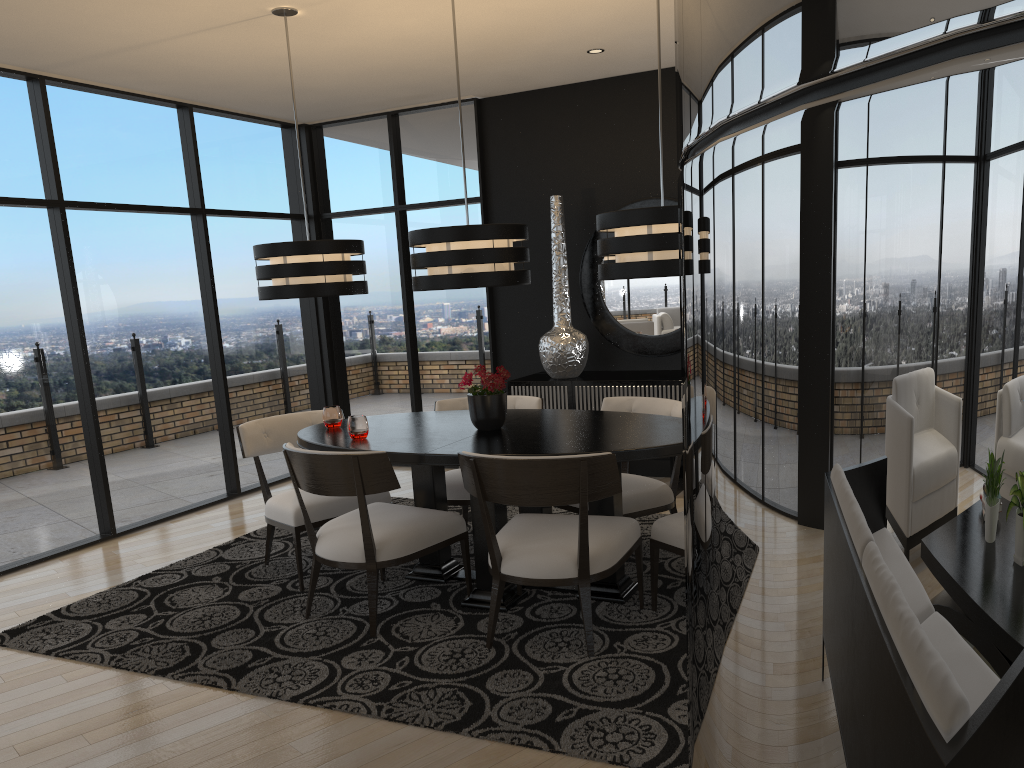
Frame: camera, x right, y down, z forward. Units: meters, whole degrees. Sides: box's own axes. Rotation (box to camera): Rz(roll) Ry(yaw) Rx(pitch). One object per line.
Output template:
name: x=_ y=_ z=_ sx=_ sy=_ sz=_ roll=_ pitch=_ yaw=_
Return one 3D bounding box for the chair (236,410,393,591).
chair: x=-1.033 y=0.580 z=4.652 sx=0.636 sy=0.820 sz=0.612 roll=-12 pitch=13 yaw=-42

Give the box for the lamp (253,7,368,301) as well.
lamp: x=-1.026 y=-1.094 z=4.273 sx=0.535 sy=1.352 sz=0.527 roll=2 pitch=12 yaw=25

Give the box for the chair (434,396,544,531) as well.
chair: x=-0.147 y=0.503 z=4.848 sx=0.643 sy=0.820 sz=0.605 roll=-1 pitch=10 yaw=12

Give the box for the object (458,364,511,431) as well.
object: x=-0.116 y=0.063 z=4.084 sx=0.237 sy=0.303 sz=0.225 roll=2 pitch=11 yaw=28

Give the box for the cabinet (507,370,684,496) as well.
cabinet: x=1.121 y=0.322 z=5.914 sx=2.235 sy=0.780 sz=0.601 roll=0 pitch=10 yaw=26

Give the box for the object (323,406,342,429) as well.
object: x=-0.901 y=0.167 z=4.432 sx=0.095 sy=0.108 sz=0.094 roll=-5 pitch=10 yaw=-7

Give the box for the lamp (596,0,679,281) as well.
lamp: x=0.585 y=-1.100 z=3.480 sx=0.535 sy=1.352 sz=0.527 roll=2 pitch=12 yaw=25

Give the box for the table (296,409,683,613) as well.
table: x=-0.071 y=0.591 z=4.206 sx=2.103 sy=0.782 sz=1.191 roll=0 pitch=9 yaw=28

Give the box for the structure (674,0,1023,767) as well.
structure: x=0.428 y=-0.020 z=0.532 sx=0.584 sy=2.790 sz=0.879 roll=5 pitch=14 yaw=36

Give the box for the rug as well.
rug: x=-0.098 y=0.967 z=4.324 sx=3.718 sy=0.011 sz=2.677 roll=0 pitch=7 yaw=26

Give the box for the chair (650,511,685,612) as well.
chair: x=0.973 y=0.578 z=3.616 sx=0.637 sy=0.820 sz=0.611 roll=-10 pitch=12 yaw=-34

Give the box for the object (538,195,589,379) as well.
object: x=0.332 y=-0.650 z=5.997 sx=0.342 sy=1.230 sz=0.338 roll=5 pitch=14 yaw=34

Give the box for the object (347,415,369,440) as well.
object: x=-0.706 y=0.199 z=4.049 sx=0.095 sy=0.108 sz=0.094 roll=4 pitch=12 yaw=37

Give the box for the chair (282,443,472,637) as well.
chair: x=-0.626 y=0.639 z=3.931 sx=0.640 sy=0.820 sz=0.608 roll=4 pitch=12 yaw=36

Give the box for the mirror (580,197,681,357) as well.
mirror: x=0.969 y=-0.724 z=6.062 sx=1.075 sy=1.096 sz=0.025 roll=1 pitch=12 yaw=26

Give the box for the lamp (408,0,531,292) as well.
lamp: x=-0.221 y=-1.097 z=3.877 sx=0.535 sy=1.352 sz=0.527 roll=2 pitch=12 yaw=25

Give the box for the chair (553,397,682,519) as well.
chair: x=0.553 y=0.505 z=4.464 sx=0.611 sy=0.820 sz=0.637 roll=-10 pitch=12 yaw=-35

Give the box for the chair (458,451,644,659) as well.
chair: x=0.165 y=0.631 z=3.581 sx=0.642 sy=0.820 sz=0.606 roll=0 pitch=10 yaw=19
